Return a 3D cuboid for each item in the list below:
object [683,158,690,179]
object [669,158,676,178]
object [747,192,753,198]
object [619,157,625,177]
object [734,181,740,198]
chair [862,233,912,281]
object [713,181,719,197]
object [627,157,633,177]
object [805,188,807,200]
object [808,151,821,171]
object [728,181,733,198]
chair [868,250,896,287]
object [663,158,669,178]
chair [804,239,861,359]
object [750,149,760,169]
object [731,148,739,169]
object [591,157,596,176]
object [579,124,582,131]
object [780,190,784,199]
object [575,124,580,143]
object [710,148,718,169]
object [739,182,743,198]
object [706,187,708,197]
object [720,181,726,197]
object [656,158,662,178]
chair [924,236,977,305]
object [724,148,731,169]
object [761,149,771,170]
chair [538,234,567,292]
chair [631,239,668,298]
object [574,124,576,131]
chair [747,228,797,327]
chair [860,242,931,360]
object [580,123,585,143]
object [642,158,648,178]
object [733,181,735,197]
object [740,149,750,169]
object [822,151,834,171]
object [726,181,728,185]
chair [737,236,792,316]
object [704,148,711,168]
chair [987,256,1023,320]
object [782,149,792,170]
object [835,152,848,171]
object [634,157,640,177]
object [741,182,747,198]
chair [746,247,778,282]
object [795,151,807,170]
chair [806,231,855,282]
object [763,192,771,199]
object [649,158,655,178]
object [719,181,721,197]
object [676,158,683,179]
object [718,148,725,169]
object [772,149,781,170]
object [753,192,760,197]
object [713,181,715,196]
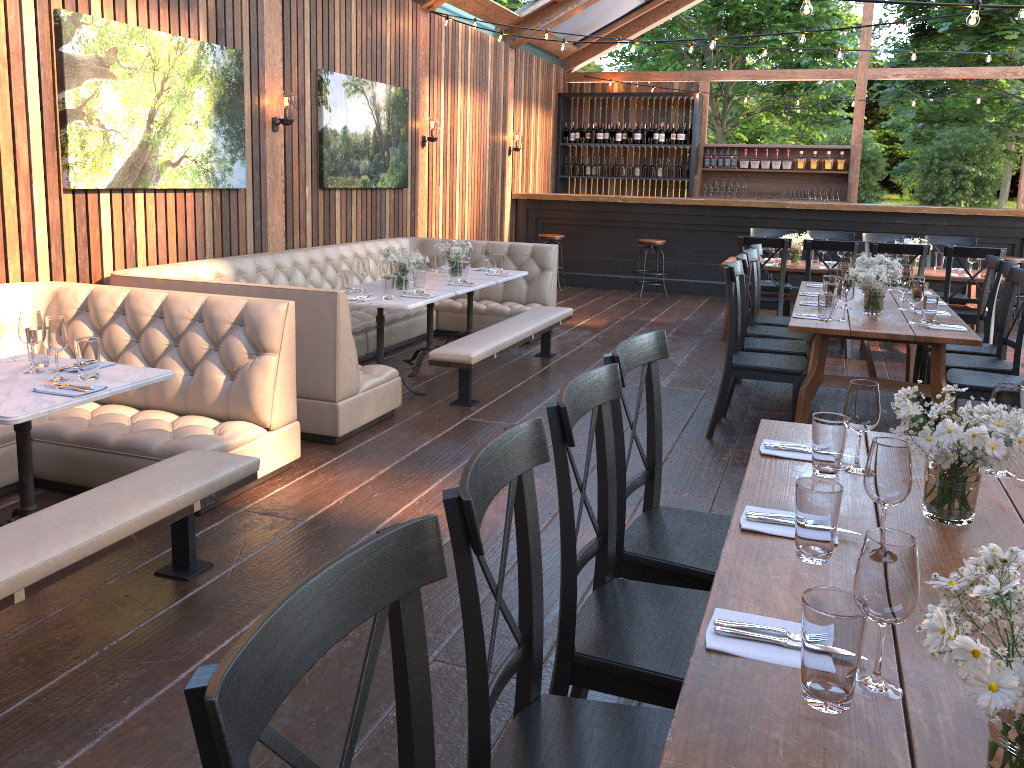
[{"bbox_3d":[2.687,-3.315,13.614,0.094,0.305,0.095,-8,14,-44],"label":"object"},{"bbox_3d":[2.484,-3.331,13.660,0.094,0.305,0.095,4,10,15],"label":"object"},{"bbox_3d":[3.665,-2.907,13.601,0.124,0.095,0.125,8,14,30],"label":"object"},{"bbox_3d":[1.733,-3.405,13.889,0.094,0.305,0.095,2,10,1],"label":"object"},{"bbox_3d":[3.445,-2.976,13.549,0.092,0.242,0.093,1,10,-6],"label":"object"},{"bbox_3d":[3.777,-0.999,8.965,0.478,1.009,0.545,4,11,14],"label":"chair"},{"bbox_3d":[3.142,-3.012,13.663,0.093,0.242,0.093,10,13,38],"label":"object"},{"bbox_3d":[1.855,-3.403,13.895,0.094,0.305,0.095,5,10,19],"label":"object"},{"bbox_3d":[4.378,-2.815,13.104,0.073,0.179,0.074,0,10,-6],"label":"object"},{"bbox_3d":[4.529,-3.338,13.249,0.176,0.285,0.110,6,11,24],"label":"object"},{"bbox_3d":[3.353,-2.989,13.592,0.092,0.242,0.093,1,10,-6],"label":"object"},{"bbox_3d":[4.386,-1.234,10.665,0.471,0.727,0.470,11,14,42],"label":"chair"},{"bbox_3d":[2.396,-3.348,13.721,0.095,0.305,0.094,10,13,40],"label":"object"},{"bbox_3d":[2.827,-0.795,7.974,0.478,1.009,0.545,4,11,14],"label":"chair"},{"bbox_3d":[3.716,-3.432,13.506,0.138,0.307,0.139,5,11,19],"label":"object"},{"bbox_3d":[3.429,-3.469,13.610,0.094,0.315,0.095,7,11,29],"label":"object"},{"bbox_3d":[1.310,-3.473,14.128,0.094,0.305,0.095,-1,10,-16],"label":"object"},{"bbox_3d":[1.104,-4.004,14.158,0.136,0.312,0.138,-2,11,-19],"label":"object"},{"bbox_3d":[4.112,-2.870,13.417,0.097,0.133,0.098,3,11,5],"label":"object"},{"bbox_3d":[1.045,-3.980,14.065,0.077,0.303,0.077,9,12,35],"label":"object"},{"bbox_3d":[3.134,-3.498,13.698,0.094,0.315,0.095,8,12,34],"label":"object"},{"bbox_3d":[3.545,-2.994,13.635,0.092,0.242,0.093,1,10,-6],"label":"object"},{"bbox_3d":[2.987,-2.978,13.631,0.070,0.183,0.070,6,11,23],"label":"object"},{"bbox_3d":[3.247,-2.999,13.620,0.093,0.242,0.093,10,13,38],"label":"object"},{"bbox_3d":[2.287,-3.356,13.742,0.094,0.305,0.095,-1,10,-16],"label":"object"},{"bbox_3d":[4.305,-0.942,8.783,0.478,1.009,0.544,6,11,24],"label":"chair"},{"bbox_3d":[3.324,-3.476,13.628,0.094,0.315,0.095,4,10,14],"label":"object"},{"bbox_3d":[3.864,-3.415,13.449,0.138,0.307,0.139,6,11,23],"label":"object"},{"bbox_3d":[0.520,-1.652,12.002,0.469,0.727,0.472,7,12,26],"label":"chair"},{"bbox_3d":[1.809,-1.513,11.556,0.468,0.727,0.473,2,11,2],"label":"chair"},{"bbox_3d":[0.990,-4.027,14.247,0.078,0.309,0.079,4,10,14],"label":"object"},{"bbox_3d":[2.722,-1.114,9.330,0.478,1.009,0.545,4,11,14],"label":"chair"},{"bbox_3d":[3.356,-0.738,7.791,0.478,1.009,0.545,5,11,19],"label":"chair"},{"bbox_3d":[1.121,-3.969,14.016,0.077,0.306,0.078,1,10,-2],"label":"object"},{"bbox_3d":[2.079,-3.381,13.824,0.095,0.305,0.095,-8,13,-43],"label":"object"},{"bbox_3d":[3.448,-3.004,13.665,0.092,0.242,0.093,1,10,-6],"label":"object"},{"bbox_3d":[3.570,-3.449,13.561,0.138,0.307,0.139,6,11,23],"label":"object"},{"bbox_3d":[4.697,-3.310,13.148,0.176,0.285,0.110,4,10,14],"label":"object"},{"bbox_3d":[3.354,-3.012,13.691,0.093,0.242,0.093,10,13,38],"label":"object"},{"bbox_3d":[2.300,-0.852,8.156,0.478,1.009,0.545,5,11,19],"label":"chair"},{"bbox_3d":[3.045,-3.514,13.757,0.094,0.315,0.095,5,10,19],"label":"object"},{"bbox_3d":[5.675,-1.095,10.220,0.468,0.727,0.473,3,11,7],"label":"chair"},{"bbox_3d":[4.160,-3.386,13.361,0.138,0.307,0.139,6,11,23],"label":"object"},{"bbox_3d":[4.885,-3.298,13.120,0.176,0.285,0.110,6,11,24],"label":"object"},{"bbox_3d":[1.963,-3.387,13.839,0.094,0.305,0.095,5,10,16],"label":"object"},{"bbox_3d":[3.548,-2.967,13.522,0.092,0.242,0.093,1,10,-6],"label":"object"},{"bbox_3d":[3.098,-1.373,11.111,0.468,0.727,0.473,1,11,-5],"label":"chair"},{"bbox_3d":[4.338,-3.353,13.292,0.176,0.285,0.110,4,10,14],"label":"object"},{"bbox_3d":[3.249,-1.056,9.148,0.478,1.009,0.545,5,11,19],"label":"chair"},{"bbox_3d":[3.872,-2.868,13.455,0.124,0.095,0.125,3,12,8],"label":"object"},{"bbox_3d":[2.176,-3.361,13.753,0.094,0.305,0.095,-1,10,-15],"label":"object"},{"bbox_3d":[3.262,-3.027,13.743,0.093,0.242,0.093,10,13,38],"label":"object"},{"bbox_3d":[2.578,-3.318,13.614,0.094,0.305,0.095,5,10,20],"label":"object"},{"bbox_3d":[3.240,-3.494,13.693,0.094,0.315,0.095,4,10,14],"label":"object"},{"bbox_3d":[4.004,-3.398,13.394,0.138,0.307,0.139,4,10,14],"label":"object"},{"bbox_3d":[3.712,-2.871,13.452,0.124,0.095,0.125,8,14,30],"label":"object"},{"bbox_3d":[3.161,-3.034,13.761,0.092,0.242,0.093,1,10,-6],"label":"object"}]
